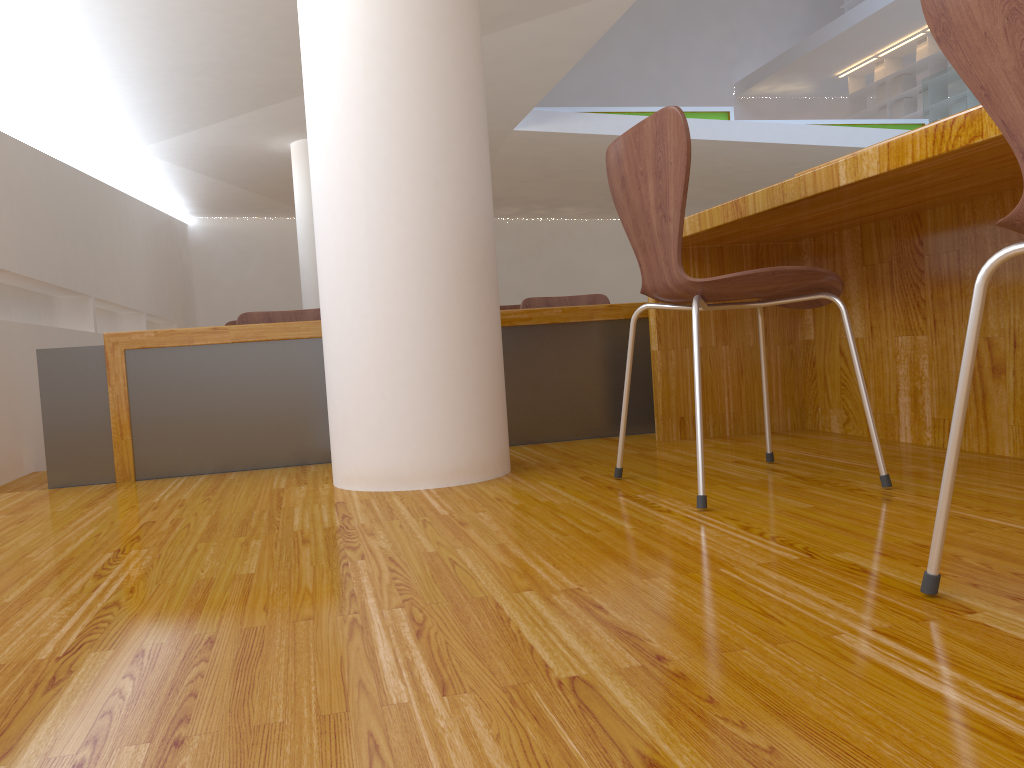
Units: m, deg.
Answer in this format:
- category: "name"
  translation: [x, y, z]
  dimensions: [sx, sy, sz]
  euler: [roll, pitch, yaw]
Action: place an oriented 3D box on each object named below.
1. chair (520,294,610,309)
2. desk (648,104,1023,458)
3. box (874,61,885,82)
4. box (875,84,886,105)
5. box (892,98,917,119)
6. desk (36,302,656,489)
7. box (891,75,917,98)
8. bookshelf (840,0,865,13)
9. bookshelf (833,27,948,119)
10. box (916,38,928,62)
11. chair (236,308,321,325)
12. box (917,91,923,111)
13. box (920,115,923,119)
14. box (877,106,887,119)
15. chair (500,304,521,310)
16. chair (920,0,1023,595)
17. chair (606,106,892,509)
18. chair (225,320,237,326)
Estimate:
- category: "chair"
  translation: [0.281, -0.019, 3.541]
  dimensions: [0.428, 0.693, 0.381]
  euler: [-4, 3, -13]
- category: "desk"
  translation: [1.367, -0.215, 1.150]
  dimensions: [1.247, 0.762, 3.194]
  euler: [-4, 3, -13]
- category: "box"
  translation: [5.474, -4.567, 13.011]
  dimensions: [0.274, 0.296, 0.245]
  euler: [-4, 3, -13]
- category: "box"
  translation: [5.496, -4.240, 13.025]
  dimensions: [0.274, 0.296, 0.245]
  euler: [-4, 3, -13]
- category: "box"
  translation: [5.601, -3.903, 12.687]
  dimensions: [0.274, 0.296, 0.245]
  euler: [-4, 3, -13]
- category: "desk"
  translation: [0.286, 0.041, 3.130]
  dimensions: [3.356, 0.606, 0.760]
  euler: [-4, 3, -13]
- category: "box"
  translation: [5.580, -4.230, 12.673]
  dimensions: [0.274, 0.296, 0.245]
  euler: [-4, 3, -13]
- category: "bookshelf"
  translation: [5.474, -5.884, 12.282]
  dimensions: [0.498, 1.836, 2.984]
  euler: [-4, 3, -13]
- category: "bookshelf"
  translation: [5.608, -3.875, 12.368]
  dimensions: [0.498, 1.836, 2.984]
  euler: [-4, 3, -13]
- category: "box"
  translation: [5.685, -4.544, 12.114]
  dimensions: [0.274, 0.296, 0.245]
  euler: [-4, 3, -13]
- category: "chair"
  translation: [-0.796, 0.065, 3.248]
  dimensions: [0.428, 0.693, 0.381]
  euler: [-4, 3, -13]
- category: "box"
  translation: [5.726, -3.889, 12.164]
  dimensions: [0.274, 0.296, 0.245]
  euler: [-4, 3, -13]
- category: "box"
  translation: [5.751, -3.561, 12.164]
  dimensions: [0.274, 0.296, 0.245]
  euler: [-4, 3, -13]
- category: "box"
  translation: [5.520, -3.912, 13.029]
  dimensions: [0.274, 0.296, 0.245]
  euler: [-4, 3, -13]
- category: "chair"
  translation: [-0.031, -0.034, 4.378]
  dimensions: [0.428, 0.693, 0.381]
  euler: [-4, 3, -13]
- category: "chair"
  translation: [0.651, -0.126, 0.788]
  dimensions: [0.381, 0.693, 0.428]
  euler: [-4, 3, -13]
- category: "chair"
  translation: [0.427, -0.152, 1.733]
  dimensions: [0.381, 0.693, 0.428]
  euler: [-4, 3, -13]
- category: "chair"
  translation: [-1.114, 0.047, 4.162]
  dimensions: [0.428, 0.693, 0.381]
  euler: [-4, 3, -13]
